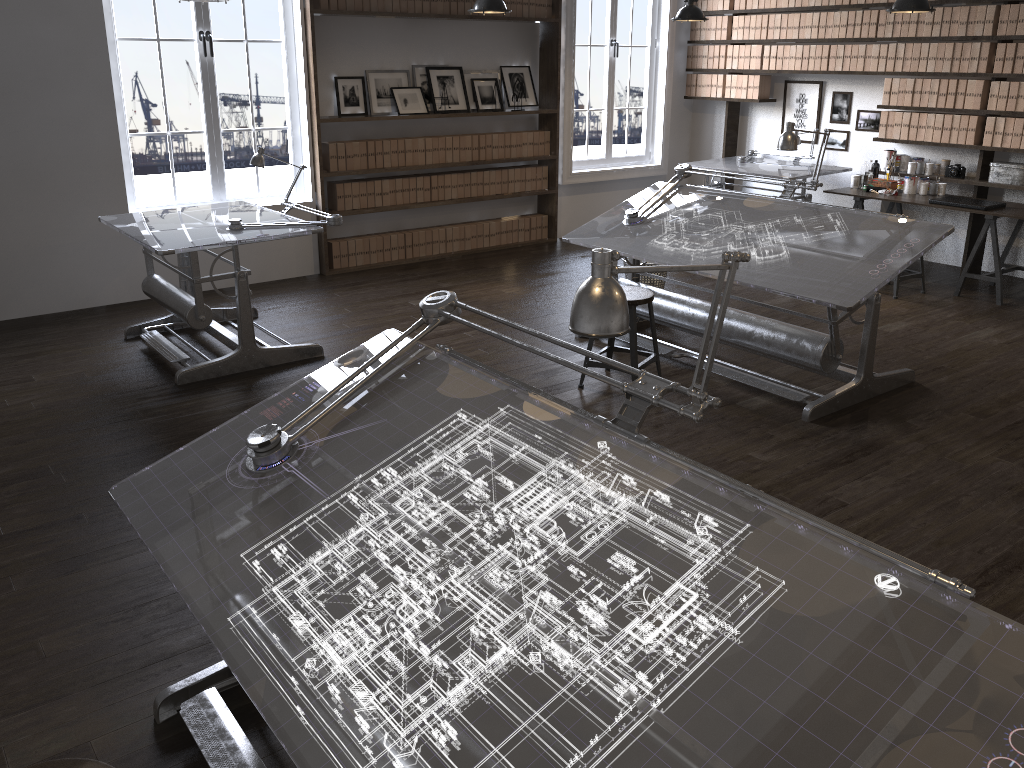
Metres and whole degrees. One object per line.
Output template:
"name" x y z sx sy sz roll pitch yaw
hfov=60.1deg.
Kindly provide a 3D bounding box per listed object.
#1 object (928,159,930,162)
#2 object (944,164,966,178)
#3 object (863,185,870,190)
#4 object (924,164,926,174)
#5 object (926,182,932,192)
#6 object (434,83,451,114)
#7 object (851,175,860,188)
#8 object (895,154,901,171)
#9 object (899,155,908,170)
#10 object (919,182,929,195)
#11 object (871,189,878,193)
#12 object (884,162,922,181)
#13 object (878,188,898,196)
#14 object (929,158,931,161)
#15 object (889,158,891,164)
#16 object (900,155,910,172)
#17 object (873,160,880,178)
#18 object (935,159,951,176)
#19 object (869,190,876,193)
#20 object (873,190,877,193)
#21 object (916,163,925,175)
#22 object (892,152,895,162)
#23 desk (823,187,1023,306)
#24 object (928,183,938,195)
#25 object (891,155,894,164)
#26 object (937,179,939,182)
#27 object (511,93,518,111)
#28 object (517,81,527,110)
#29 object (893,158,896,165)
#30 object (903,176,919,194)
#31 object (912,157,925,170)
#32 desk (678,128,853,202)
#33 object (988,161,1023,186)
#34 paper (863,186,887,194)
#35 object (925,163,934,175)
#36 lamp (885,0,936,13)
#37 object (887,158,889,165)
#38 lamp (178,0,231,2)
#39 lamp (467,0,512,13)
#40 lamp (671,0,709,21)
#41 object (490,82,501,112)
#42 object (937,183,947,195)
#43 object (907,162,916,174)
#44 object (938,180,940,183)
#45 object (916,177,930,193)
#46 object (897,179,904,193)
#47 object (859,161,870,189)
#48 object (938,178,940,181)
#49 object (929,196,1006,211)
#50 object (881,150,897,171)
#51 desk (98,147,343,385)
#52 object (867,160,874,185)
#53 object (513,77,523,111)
"object" 3.497 -1.839 7.463 0.005 0.116 0.036 -5 19 -15
"object" 3.609 -1.739 7.227 0.091 0.107 0.172 -13 24 -35
"object" 3.001 -1.664 7.495 0.049 0.037 0.049 -16 25 -38
"object" 3.501 -1.816 7.488 0.054 0.079 0.055 -3 19 -9
"object" 3.408 -1.606 7.257 0.044 0.099 0.045 -13 22 -35
"object" -0.599 -2.447 7.594 0.175 0.256 0.040 -13 22 -35
"object" 2.939 -1.733 7.584 0.068 0.103 0.069 -11 22 -31
"object" 3.326 -1.912 7.652 0.051 0.137 0.051 -14 23 -37
"object" 3.387 -1.919 7.674 0.072 0.127 0.072 3 19 9
"object" 3.359 -1.593 7.221 0.062 0.093 0.063 1 19 3
"object" 3.007 -1.599 7.342 0.011 0.017 0.174 -1 20 -5
"object" 3.297 -1.791 7.452 0.345 0.144 0.078 -5 19 -14
"object" 3.080 -1.581 7.261 0.132 0.050 0.200 -2 20 -7
"object" 3.504 -1.836 7.456 0.004 0.131 0.030 -4 18 -14
"object" 3.152 -1.800 7.418 0.022 0.177 0.006 -4 18 -13
"object" 3.370 -1.893 7.600 0.070 0.128 0.071 1 18 1
"object" 3.117 -1.807 7.610 0.068 0.226 0.070 -14 23 -38
"object" 3.567 -1.770 7.329 0.107 0.159 0.239 6 20 17
"object" 3.003 -1.597 7.356 0.005 0.005 0.160 -1 20 -3
"object" 3.005 -1.594 7.336 0.006 0.006 0.158 12 23 30
"object" 3.431 -1.808 7.438 0.063 0.092 0.064 14 23 36
"object" 3.176 -1.822 7.410 0.021 0.225 0.007 -8 20 -24
"desk" 3.377 -1.144 7.097 0.659 0.659 1.685 -13 24 -35
"object" 3.427 -1.586 7.205 0.062 0.092 0.064 4 19 11
"object" 3.160 -1.808 7.395 0.007 0.211 0.055 0 18 -2
"object" 3.471 -1.626 7.254 0.005 0.116 0.036 -15 24 -40
"object" 0.024 -2.558 8.042 0.067 0.163 0.040 -13 22 -35
"object" 0.090 -2.648 8.150 0.111 0.258 0.040 -13 22 -35
"object" 3.174 -1.805 7.402 0.006 0.190 0.056 -13 22 -36
"object" 3.282 -1.639 7.292 0.105 0.139 0.106 -17 25 -42
"object" 3.459 -1.864 7.552 0.094 0.126 0.096 -2 19 -6
"desk" 2.368 -1.804 8.256 1.077 1.081 1.281 -14 23 -35
"object" 3.903 -1.643 6.909 0.194 0.150 0.320 -14 24 -35
"paper" 3.018 -1.619 7.374 0.156 0.037 0.139 15 25 35
"object" 3.487 -1.795 7.402 0.062 0.093 0.062 14 23 36
"lamp" 2.666 -3.541 5.579 0.312 2.219 0.316 11 21 31
"object" 3.159 -1.804 7.417 0.008 0.183 0.072 -12 22 -34
"lamp" -1.759 -3.244 4.715 0.312 2.219 0.316 11 21 31
"lamp" -0.152 -3.664 5.878 0.312 2.219 0.316 11 21 31
"lamp" 1.490 -4.090 7.057 0.312 2.219 0.316 11 21 31
"object" -0.145 -2.570 7.937 0.124 0.256 0.040 -13 22 -35
"object" 3.493 -1.584 7.197 0.062 0.093 0.063 4 19 11
"object" 3.378 -1.825 7.482 0.062 0.093 0.062 14 23 36
"object" 3.486 -1.623 7.269 0.004 0.101 0.035 -16 24 -41
"object" 3.396 -1.642 7.319 0.094 0.126 0.096 -12 22 -31
"object" 3.210 -1.637 7.324 0.049 0.110 0.050 -15 23 -38
"object" 2.992 -1.774 7.520 0.068 0.226 0.070 -14 23 -38
"object" 3.480 -1.624 7.252 0.004 0.131 0.030 -15 23 -39
"object" 3.452 -1.371 6.717 0.314 0.033 0.450 -14 25 -34
"object" 3.248 -1.923 7.631 0.108 0.174 0.108 -12 22 -33
"desk" -1.710 -0.809 5.371 1.178 1.171 1.281 -14 23 -35
"object" 3.049 -1.793 7.560 0.068 0.234 0.070 -14 23 -38
"object" 0.051 -2.646 8.083 0.119 0.299 0.040 -13 22 -35
